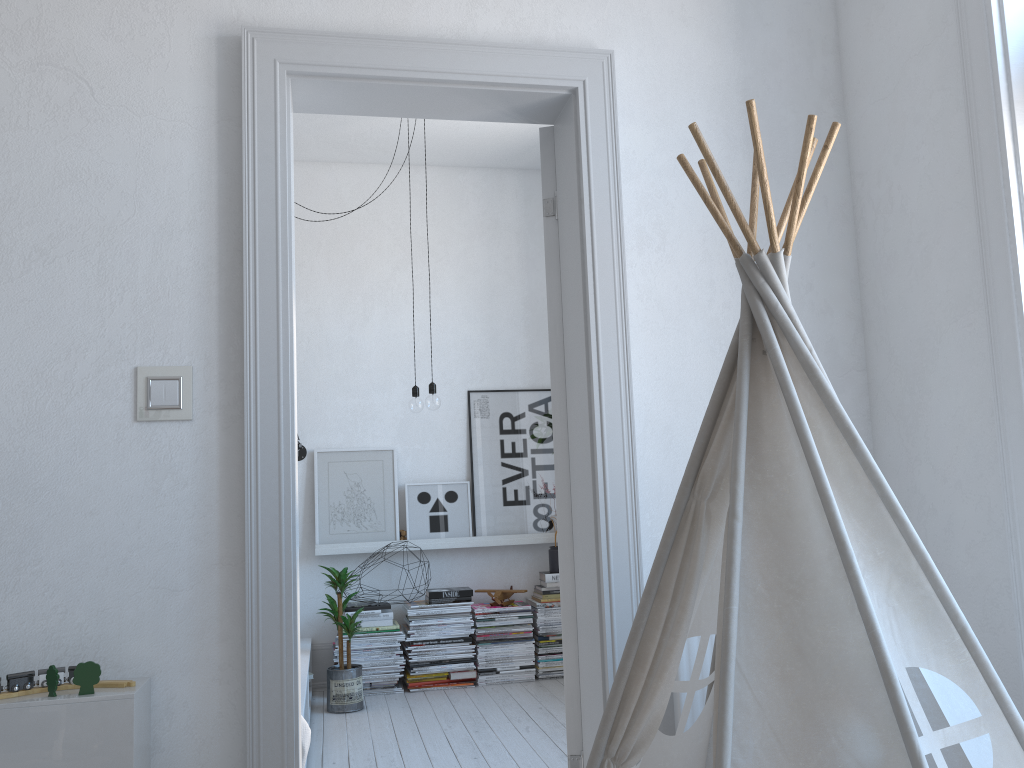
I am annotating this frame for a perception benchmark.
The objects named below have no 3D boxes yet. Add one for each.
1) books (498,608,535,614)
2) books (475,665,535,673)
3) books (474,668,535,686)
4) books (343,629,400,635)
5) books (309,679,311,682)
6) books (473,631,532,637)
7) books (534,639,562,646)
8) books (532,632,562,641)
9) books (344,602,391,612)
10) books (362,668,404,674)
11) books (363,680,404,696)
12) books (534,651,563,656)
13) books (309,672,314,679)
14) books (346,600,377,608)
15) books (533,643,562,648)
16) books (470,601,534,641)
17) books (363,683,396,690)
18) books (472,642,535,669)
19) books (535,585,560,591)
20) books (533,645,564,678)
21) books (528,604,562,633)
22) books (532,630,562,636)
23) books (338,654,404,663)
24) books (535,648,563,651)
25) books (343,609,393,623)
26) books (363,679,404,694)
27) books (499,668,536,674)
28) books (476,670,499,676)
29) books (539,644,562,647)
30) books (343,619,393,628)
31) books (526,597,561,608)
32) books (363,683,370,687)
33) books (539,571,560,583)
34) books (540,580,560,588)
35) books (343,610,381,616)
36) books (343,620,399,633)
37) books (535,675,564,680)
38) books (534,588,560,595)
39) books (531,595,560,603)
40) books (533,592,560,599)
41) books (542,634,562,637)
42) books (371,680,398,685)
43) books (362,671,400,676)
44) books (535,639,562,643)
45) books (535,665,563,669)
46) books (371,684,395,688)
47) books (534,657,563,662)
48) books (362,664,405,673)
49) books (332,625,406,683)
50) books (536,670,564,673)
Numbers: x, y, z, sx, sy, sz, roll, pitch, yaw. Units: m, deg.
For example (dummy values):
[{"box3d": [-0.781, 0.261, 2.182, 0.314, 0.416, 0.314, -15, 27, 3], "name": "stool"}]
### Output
[{"box3d": [0.010, 1.225, 4.812, 0.193, 0.009, 0.182, -1, -7, -12], "name": "books"}, {"box3d": [-0.051, 1.515, 4.784, 0.301, 0.017, 0.238, -1, -7, -12], "name": "books"}, {"box3d": [-0.050, 1.567, 4.786, 0.316, 0.061, 0.263, -1, -7, -11], "name": "books"}, {"box3d": [-0.752, 1.290, 4.677, 0.300, 0.009, 0.261, -1, -7, -13], "name": "books"}, {"box3d": [-1.137, 1.523, 4.513, 0.156, 0.018, 0.198, -4, -7, 13], "name": "books"}, {"box3d": [-0.070, 1.340, 4.818, 0.298, 0.007, 0.280, -1, -7, -14], "name": "books"}, {"box3d": [0.192, 1.398, 4.816, 0.134, 0.019, 0.119, -1, -7, -12], "name": "books"}, {"box3d": [0.214, 1.373, 4.853, 0.193, 0.023, 0.194, -1, -7, -12], "name": "books"}, {"box3d": [-0.767, 1.173, 4.665, 0.242, 0.020, 0.162, 0, -7, -16], "name": "books"}, {"box3d": [-0.740, 1.491, 4.661, 0.336, 0.011, 0.271, -1, -7, -9], "name": "books"}, {"box3d": [-0.754, 1.587, 4.648, 0.360, 0.031, 0.281, -1, -7, -10], "name": "books"}, {"box3d": [0.264, 1.460, 4.883, 0.316, 0.011, 0.256, -1, -7, -13], "name": "books"}, {"box3d": [-1.114, 1.481, 4.504, 0.156, 0.023, 0.196, 2, -8, -31], "name": "books"}, {"box3d": [-0.797, 1.160, 4.672, 0.158, 0.010, 0.184, -1, -7, -14], "name": "books"}, {"box3d": [0.269, 1.422, 4.884, 0.300, 0.005, 0.242, -1, -7, -12], "name": "books"}, {"box3d": [-0.063, 1.284, 4.824, 0.318, 0.162, 0.272, -1, -7, -12], "name": "books"}, {"box3d": [-0.765, 1.567, 4.632, 0.308, 0.009, 0.263, -1, -7, -10], "name": "books"}, {"box3d": [-0.051, 1.451, 4.799, 0.319, 0.116, 0.270, -1, -7, -13], "name": "books"}, {"box3d": [0.269, 1.121, 4.906, 0.262, 0.018, 0.146, -1, -7, -13], "name": "books"}, {"box3d": [0.267, 1.501, 4.873, 0.316, 0.154, 0.264, -1, -7, -11], "name": "books"}, {"box3d": [0.263, 1.283, 4.899, 0.317, 0.134, 0.278, -1, -7, -11], "name": "books"}, {"box3d": [0.269, 1.348, 4.850, 0.304, 0.009, 0.167, -1, -7, -15], "name": "books"}, {"box3d": [-0.742, 1.428, 4.667, 0.336, 0.011, 0.271, -1, -7, -9], "name": "books"}, {"box3d": [0.263, 1.435, 4.877, 0.307, 0.005, 0.247, -1, -7, -14], "name": "books"}, {"box3d": [-0.761, 1.220, 4.676, 0.258, 0.034, 0.177, -1, -7, -11], "name": "books"}, {"box3d": [-0.742, 1.591, 4.648, 0.338, 0.007, 0.263, -1, -7, -9], "name": "books"}, {"box3d": [0.005, 1.529, 4.791, 0.192, 0.012, 0.251, -1, -7, -12], "name": "books"}, {"box3d": [-0.132, 1.522, 4.685, 0.113, 0.011, 0.091, -1, -7, -12], "name": "books"}, {"box3d": [0.270, 1.416, 4.885, 0.292, 0.005, 0.229, -1, -7, -8], "name": "books"}, {"box3d": [-0.757, 1.250, 4.662, 0.259, 0.029, 0.178, -1, -7, -7], "name": "books"}, {"box3d": [0.237, 1.210, 4.939, 0.271, 0.026, 0.286, -1, -7, -12], "name": "books"}, {"box3d": [-0.829, 1.548, 4.587, 0.181, 0.021, 0.125, -1, -7, -11], "name": "books"}, {"box3d": [0.277, 1.063, 4.910, 0.228, 0.045, 0.169, -1, -7, -9], "name": "books"}, {"box3d": [0.275, 1.097, 4.896, 0.214, 0.026, 0.151, -1, -7, -12], "name": "books"}, {"box3d": [-0.791, 1.193, 4.667, 0.183, 0.019, 0.207, -1, -7, -15], "name": "books"}, {"box3d": [-0.749, 1.273, 4.655, 0.298, 0.019, 0.194, -1, -7, -13], "name": "books"}, {"box3d": [0.274, 1.597, 4.869, 0.333, 0.037, 0.245, -1, -7, -12], "name": "books"}, {"box3d": [0.256, 1.144, 4.930, 0.233, 0.020, 0.187, -1, -7, -14], "name": "books"}, {"box3d": [0.250, 1.183, 4.908, 0.245, 0.020, 0.224, -1, -7, -13], "name": "books"}, {"box3d": [0.262, 1.163, 4.916, 0.257, 0.021, 0.202, 0, -7, -15], "name": "books"}, {"box3d": [0.267, 1.357, 4.858, 0.255, 0.007, 0.199, 0, -7, -16], "name": "books"}, {"box3d": [-0.670, 1.544, 4.650, 0.132, 0.014, 0.232, -1, -7, -9], "name": "books"}, {"box3d": [-0.767, 1.499, 4.654, 0.335, 0.008, 0.271, -1, -7, -15], "name": "books"}, {"box3d": [0.261, 1.388, 4.864, 0.276, 0.007, 0.217, -1, -7, -11], "name": "books"}, {"box3d": [0.268, 1.528, 4.868, 0.316, 0.005, 0.253, -1, -7, -12], "name": "books"}, {"box3d": [-0.677, 1.556, 4.655, 0.117, 0.009, 0.273, -1, -7, -8], "name": "books"}, {"box3d": [0.271, 1.490, 4.866, 0.311, 0.010, 0.248, -1, -7, -9], "name": "books"}, {"box3d": [-0.751, 1.480, 4.662, 0.361, 0.015, 0.284, -1, -7, -13], "name": "books"}, {"box3d": [-0.757, 1.417, 4.662, 0.378, 0.251, 0.304, -1, -7, -11], "name": "books"}, {"box3d": [0.270, 1.548, 4.869, 0.312, 0.006, 0.257, -1, -7, -12], "name": "books"}]
